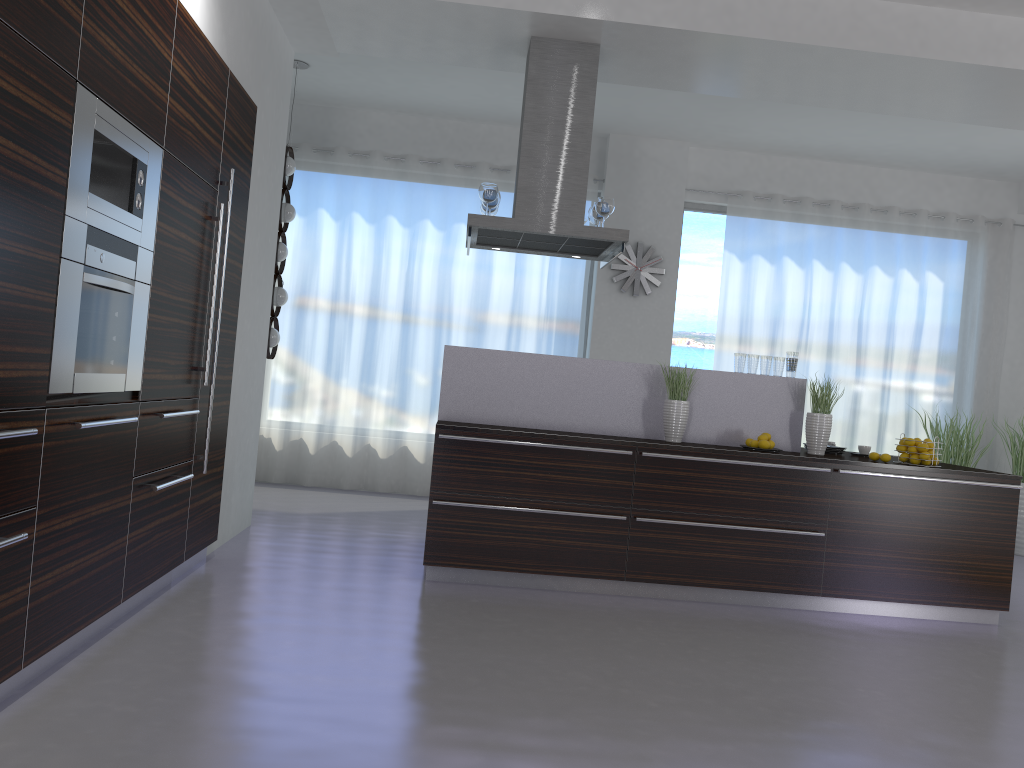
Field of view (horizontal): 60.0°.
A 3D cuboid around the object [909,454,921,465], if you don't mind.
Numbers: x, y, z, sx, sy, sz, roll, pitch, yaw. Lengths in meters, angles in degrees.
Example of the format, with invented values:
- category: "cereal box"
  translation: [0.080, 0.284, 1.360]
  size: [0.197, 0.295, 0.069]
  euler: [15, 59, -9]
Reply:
- category: "object"
  translation: [2.325, 0.436, 5.110]
  size: [0.064, 0.063, 0.074]
  euler: [5, 0, 17]

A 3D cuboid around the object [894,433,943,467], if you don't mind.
- category: "object"
  translation: [2.363, 0.383, 5.156]
  size: [0.189, 0.174, 0.207]
  euler: [5, 0, -39]

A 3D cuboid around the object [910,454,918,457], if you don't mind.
- category: "object"
  translation: [2.341, 0.432, 5.150]
  size: [0.057, 0.060, 0.052]
  euler: [5, 0, 2]

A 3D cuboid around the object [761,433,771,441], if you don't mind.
- category: "object"
  translation: [1.483, 0.308, 5.179]
  size: [0.053, 0.048, 0.063]
  euler: [5, 0, -38]

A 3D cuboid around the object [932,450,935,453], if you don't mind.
- category: "object"
  translation: [2.434, 0.397, 5.161]
  size: [0.053, 0.054, 0.061]
  euler: [5, 0, 43]

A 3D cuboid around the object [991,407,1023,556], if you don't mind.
- category: "object"
  translation: [4.603, 0.870, 7.996]
  size: [0.656, 1.334, 0.713]
  euler: [5, 0, -19]

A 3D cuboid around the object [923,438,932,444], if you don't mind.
- category: "object"
  translation: [2.429, 0.347, 5.179]
  size: [0.050, 0.060, 0.059]
  euler: [5, 0, -4]

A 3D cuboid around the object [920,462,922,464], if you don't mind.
- category: "object"
  translation: [2.396, 0.446, 5.171]
  size: [0.050, 0.055, 0.061]
  euler: [5, 0, 42]

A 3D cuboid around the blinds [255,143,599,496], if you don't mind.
- category: "blinds"
  translation: [-0.930, -0.539, 8.156]
  size: [3.245, 3.112, 0.120]
  euler: [5, 0, -4]

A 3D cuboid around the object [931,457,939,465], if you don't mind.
- category: "object"
  translation: [2.449, 0.449, 5.144]
  size: [0.053, 0.052, 0.062]
  euler: [5, 0, 36]

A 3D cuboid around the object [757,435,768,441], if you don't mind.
- category: "object"
  translation: [1.452, 0.316, 5.135]
  size: [0.061, 0.047, 0.053]
  euler: [5, 0, 0]

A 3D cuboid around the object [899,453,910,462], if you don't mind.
- category: "object"
  translation: [2.279, 0.426, 5.150]
  size: [0.060, 0.057, 0.052]
  euler: [5, 0, -2]

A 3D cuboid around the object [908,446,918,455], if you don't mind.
- category: "object"
  translation: [2.315, 0.384, 5.122]
  size: [0.062, 0.053, 0.052]
  euler: [5, 0, -32]

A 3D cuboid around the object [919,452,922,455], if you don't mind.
- category: "object"
  translation: [2.382, 0.403, 5.125]
  size: [0.051, 0.053, 0.062]
  euler: [5, 0, 4]

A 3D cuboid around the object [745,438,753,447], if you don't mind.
- category: "object"
  translation: [1.396, 0.345, 5.187]
  size: [0.061, 0.054, 0.052]
  euler: [5, 0, 43]

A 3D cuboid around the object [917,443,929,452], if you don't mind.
- category: "object"
  translation: [2.358, 0.366, 5.088]
  size: [0.061, 0.052, 0.053]
  euler: [5, 0, 10]

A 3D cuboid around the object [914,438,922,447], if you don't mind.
- category: "object"
  translation: [2.356, 0.339, 5.155]
  size: [0.051, 0.053, 0.063]
  euler: [5, 0, -2]

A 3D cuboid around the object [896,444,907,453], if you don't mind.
- category: "object"
  translation: [2.271, 0.378, 5.165]
  size: [0.053, 0.051, 0.063]
  euler: [5, 0, -35]

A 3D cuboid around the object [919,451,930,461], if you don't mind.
- category: "object"
  translation: [2.355, 0.412, 5.061]
  size: [0.061, 0.054, 0.052]
  euler: [5, 0, -27]

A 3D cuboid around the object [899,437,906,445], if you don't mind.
- category: "object"
  translation: [2.295, 0.341, 5.186]
  size: [0.052, 0.060, 0.057]
  euler: [5, 0, -15]

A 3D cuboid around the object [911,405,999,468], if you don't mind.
- category: "object"
  translation: [3.948, 0.810, 7.923]
  size: [0.713, 1.334, 0.656]
  euler: [5, 0, -3]

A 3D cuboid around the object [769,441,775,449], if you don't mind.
- category: "object"
  translation: [1.492, 0.354, 5.134]
  size: [0.061, 0.054, 0.052]
  euler: [5, 0, -27]

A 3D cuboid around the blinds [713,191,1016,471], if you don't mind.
- category: "blinds"
  translation: [3.310, -0.148, 8.420]
  size: [2.830, 3.112, 0.120]
  euler: [5, 0, -4]

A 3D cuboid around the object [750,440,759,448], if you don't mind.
- category: "object"
  translation: [1.407, 0.350, 5.133]
  size: [0.063, 0.051, 0.053]
  euler: [5, 0, 0]

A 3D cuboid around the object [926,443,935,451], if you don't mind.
- category: "object"
  translation: [2.411, 0.359, 5.114]
  size: [0.051, 0.053, 0.063]
  euler: [5, 0, 9]

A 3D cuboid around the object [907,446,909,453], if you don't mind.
- category: "object"
  translation: [2.327, 0.381, 5.177]
  size: [0.064, 0.053, 0.051]
  euler: [5, 0, -1]

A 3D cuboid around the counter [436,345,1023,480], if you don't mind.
- category: "counter"
  translation: [1.167, 0.566, 5.515]
  size: [3.291, 1.300, 1.302]
  euler: [5, 0, -4]

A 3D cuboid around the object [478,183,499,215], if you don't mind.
- category: "object"
  translation: [-0.151, -1.122, 5.475]
  size: [0.125, 0.221, 0.125]
  euler: [5, 0, 21]

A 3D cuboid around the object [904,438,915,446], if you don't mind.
- category: "object"
  translation: [2.301, 0.337, 5.133]
  size: [0.063, 0.051, 0.053]
  euler: [5, 0, 44]

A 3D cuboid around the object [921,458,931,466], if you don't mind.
- category: "object"
  translation: [2.379, 0.442, 5.092]
  size: [0.051, 0.053, 0.063]
  euler: [5, 0, 4]

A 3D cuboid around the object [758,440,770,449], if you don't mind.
- category: "object"
  translation: [1.447, 0.349, 5.089]
  size: [0.070, 0.058, 0.060]
  euler: [5, 0, -5]

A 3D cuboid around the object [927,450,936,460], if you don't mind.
- category: "object"
  translation: [2.407, 0.409, 5.108]
  size: [0.061, 0.055, 0.051]
  euler: [5, 0, -24]
